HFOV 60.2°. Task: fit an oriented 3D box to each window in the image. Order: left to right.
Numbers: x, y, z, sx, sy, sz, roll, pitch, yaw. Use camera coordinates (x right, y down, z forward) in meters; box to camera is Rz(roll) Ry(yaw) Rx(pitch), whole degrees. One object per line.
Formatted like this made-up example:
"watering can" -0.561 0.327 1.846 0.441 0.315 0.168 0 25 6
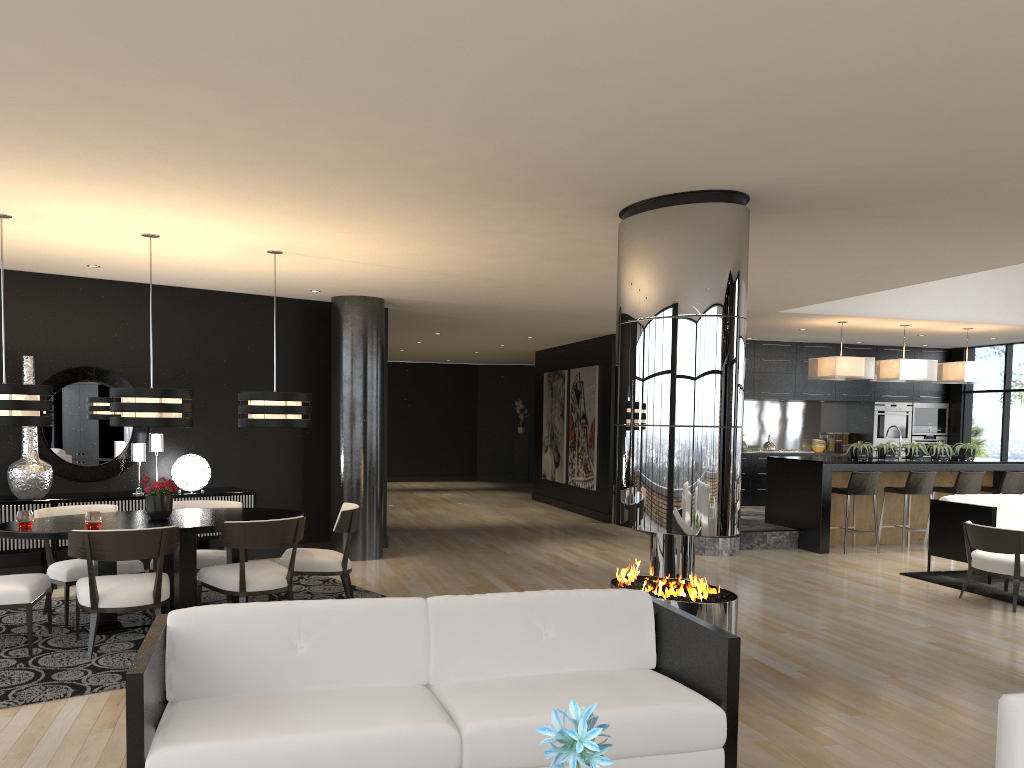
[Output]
"window" 2.765 -0.619 5.752 15.892 4.799 10.110 2 -1 -29

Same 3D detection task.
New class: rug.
"rug" -2.550 1.713 6.252 3.722 0.011 2.713 3 -3 -38
"rug" 5.686 1.907 8.072 3.033 0.012 2.478 1 -2 -15

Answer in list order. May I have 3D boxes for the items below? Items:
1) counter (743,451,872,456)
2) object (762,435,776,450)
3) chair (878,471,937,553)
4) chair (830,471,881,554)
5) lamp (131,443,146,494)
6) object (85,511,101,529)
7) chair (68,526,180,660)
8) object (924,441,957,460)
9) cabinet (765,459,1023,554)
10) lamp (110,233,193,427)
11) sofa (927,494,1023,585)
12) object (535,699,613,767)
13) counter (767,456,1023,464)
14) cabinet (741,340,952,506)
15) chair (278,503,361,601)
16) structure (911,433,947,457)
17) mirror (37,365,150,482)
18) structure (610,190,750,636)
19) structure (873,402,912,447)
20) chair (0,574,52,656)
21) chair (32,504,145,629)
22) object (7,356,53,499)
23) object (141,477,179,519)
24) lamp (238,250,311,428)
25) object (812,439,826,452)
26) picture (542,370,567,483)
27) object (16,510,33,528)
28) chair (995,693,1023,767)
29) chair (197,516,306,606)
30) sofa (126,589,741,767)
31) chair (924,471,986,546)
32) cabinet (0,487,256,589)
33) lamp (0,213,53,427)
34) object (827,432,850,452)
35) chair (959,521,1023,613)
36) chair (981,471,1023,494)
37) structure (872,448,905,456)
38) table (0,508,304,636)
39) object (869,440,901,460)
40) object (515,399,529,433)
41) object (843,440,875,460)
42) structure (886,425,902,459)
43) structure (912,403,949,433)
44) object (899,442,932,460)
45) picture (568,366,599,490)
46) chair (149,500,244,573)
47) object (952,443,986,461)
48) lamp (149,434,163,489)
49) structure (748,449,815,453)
"counter" 4.212 1.090 13.895 2.861 0.034 0.729 1 -2 -16
"object" 3.999 0.909 13.723 0.221 0.231 0.220 1 1 -23
"chair" 4.769 1.514 10.621 0.476 0.967 0.517 0 2 -16
"chair" 4.012 1.494 10.408 0.476 0.967 0.517 0 2 -16
"lamp" -3.435 0.776 8.124 0.125 0.467 0.131 0 3 -16
"object" -2.681 0.870 5.652 0.095 0.106 0.095 0 1 -27
"chair" -2.476 1.294 5.634 0.642 0.809 0.614 0 1 -28
"object" 5.328 0.822 10.896 0.406 0.240 0.397 1 -1 9
"cabinet" 4.894 1.495 11.131 3.115 1.041 1.177 1 0 -16
"lamp" -2.502 -0.369 6.123 0.535 1.333 0.534 -1 3 -39
"sofa" 5.367 1.538 8.929 2.032 0.806 0.836 1 0 -16
"object" 0.106 0.923 1.706 0.356 0.633 0.369 1 2 4
"counter" 4.902 0.959 11.100 3.115 0.032 1.178 1 -2 -16
"cabinet" 4.227 0.633 13.845 5.728 2.536 0.725 1 3 -16
"chair" -1.499 1.357 6.938 0.616 0.809 0.641 1 1 -9
"structure" 6.720 1.010 14.221 0.678 0.447 0.070 1 3 -16
"mirror" -3.895 0.369 8.118 1.076 1.081 0.025 0 3 -38
"structure" 0.953 0.360 5.147 0.586 2.752 0.888 -1 3 -28
"structure" 6.038 0.647 14.016 0.701 0.709 0.085 1 3 -16
"chair" -3.312 1.279 5.589 0.616 0.809 0.641 0 1 -17
"chair" -3.111 1.316 6.478 0.615 0.809 0.642 2 2 38
"object" -4.105 0.370 7.511 0.343 1.213 0.342 -1 3 -29
"object" -2.474 0.800 6.209 0.237 0.299 0.228 0 2 -36
"lamp" -1.792 -0.337 6.674 0.535 1.333 0.534 -1 3 -39
"object" 4.970 1.002 14.311 0.205 0.206 0.184 1 1 -15
"picture" 0.745 0.727 15.135 0.077 1.880 1.151 0 2 -16
"object" -3.116 0.864 5.647 0.095 0.106 0.095 1 1 18
"chair" 1.912 1.208 2.204 0.855 0.858 0.999 1 0 -16
"chair" -1.814 1.325 6.192 0.615 0.809 0.642 2 2 45
"sofa" -0.271 1.240 3.269 2.032 0.806 0.836 1 0 -16
"chair" 5.443 1.531 10.810 0.476 0.967 0.517 0 2 -16
"cabinet" -3.541 1.389 8.100 2.237 0.769 0.609 2 0 -38
"lamp" -3.212 -0.400 5.573 0.535 1.333 0.534 -1 3 -39
"object" 5.326 0.952 14.432 0.365 0.317 0.113 1 3 -15
"chair" 4.255 1.532 7.492 0.684 0.677 0.803 1 0 -16
"chair" 6.092 1.548 10.993 0.476 0.967 0.517 0 2 -16
"structure" 6.027 1.369 14.058 0.701 0.709 0.085 1 3 -16
"table" -2.486 1.334 6.257 2.106 0.771 1.207 2 -1 -36
"object" 4.541 0.803 10.698 0.397 0.240 0.406 1 -1 9
"object" 0.224 0.752 20.443 0.338 0.790 0.227 1 3 13
"object" 4.139 0.793 10.611 0.406 0.240 0.397 1 -1 9
"structure" 4.821 1.041 11.387 2.777 1.022 0.653 1 2 -16
"structure" 6.727 0.545 14.193 0.676 0.476 0.026 1 3 -16
"object" 4.965 0.824 10.793 0.406 0.218 0.397 1 -1 9
"picture" 1.125 0.682 13.784 0.077 1.880 1.151 0 2 -16
"chair" -2.458 1.343 6.938 0.643 0.809 0.614 1 1 -10
"object" 5.685 0.845 11.056 0.397 0.218 0.406 1 -1 9
"lamp" -3.333 0.741 8.276 0.132 0.552 0.124 2 3 14
"structure" 4.217 1.066 13.875 0.900 0.067 0.519 1 -2 -16
